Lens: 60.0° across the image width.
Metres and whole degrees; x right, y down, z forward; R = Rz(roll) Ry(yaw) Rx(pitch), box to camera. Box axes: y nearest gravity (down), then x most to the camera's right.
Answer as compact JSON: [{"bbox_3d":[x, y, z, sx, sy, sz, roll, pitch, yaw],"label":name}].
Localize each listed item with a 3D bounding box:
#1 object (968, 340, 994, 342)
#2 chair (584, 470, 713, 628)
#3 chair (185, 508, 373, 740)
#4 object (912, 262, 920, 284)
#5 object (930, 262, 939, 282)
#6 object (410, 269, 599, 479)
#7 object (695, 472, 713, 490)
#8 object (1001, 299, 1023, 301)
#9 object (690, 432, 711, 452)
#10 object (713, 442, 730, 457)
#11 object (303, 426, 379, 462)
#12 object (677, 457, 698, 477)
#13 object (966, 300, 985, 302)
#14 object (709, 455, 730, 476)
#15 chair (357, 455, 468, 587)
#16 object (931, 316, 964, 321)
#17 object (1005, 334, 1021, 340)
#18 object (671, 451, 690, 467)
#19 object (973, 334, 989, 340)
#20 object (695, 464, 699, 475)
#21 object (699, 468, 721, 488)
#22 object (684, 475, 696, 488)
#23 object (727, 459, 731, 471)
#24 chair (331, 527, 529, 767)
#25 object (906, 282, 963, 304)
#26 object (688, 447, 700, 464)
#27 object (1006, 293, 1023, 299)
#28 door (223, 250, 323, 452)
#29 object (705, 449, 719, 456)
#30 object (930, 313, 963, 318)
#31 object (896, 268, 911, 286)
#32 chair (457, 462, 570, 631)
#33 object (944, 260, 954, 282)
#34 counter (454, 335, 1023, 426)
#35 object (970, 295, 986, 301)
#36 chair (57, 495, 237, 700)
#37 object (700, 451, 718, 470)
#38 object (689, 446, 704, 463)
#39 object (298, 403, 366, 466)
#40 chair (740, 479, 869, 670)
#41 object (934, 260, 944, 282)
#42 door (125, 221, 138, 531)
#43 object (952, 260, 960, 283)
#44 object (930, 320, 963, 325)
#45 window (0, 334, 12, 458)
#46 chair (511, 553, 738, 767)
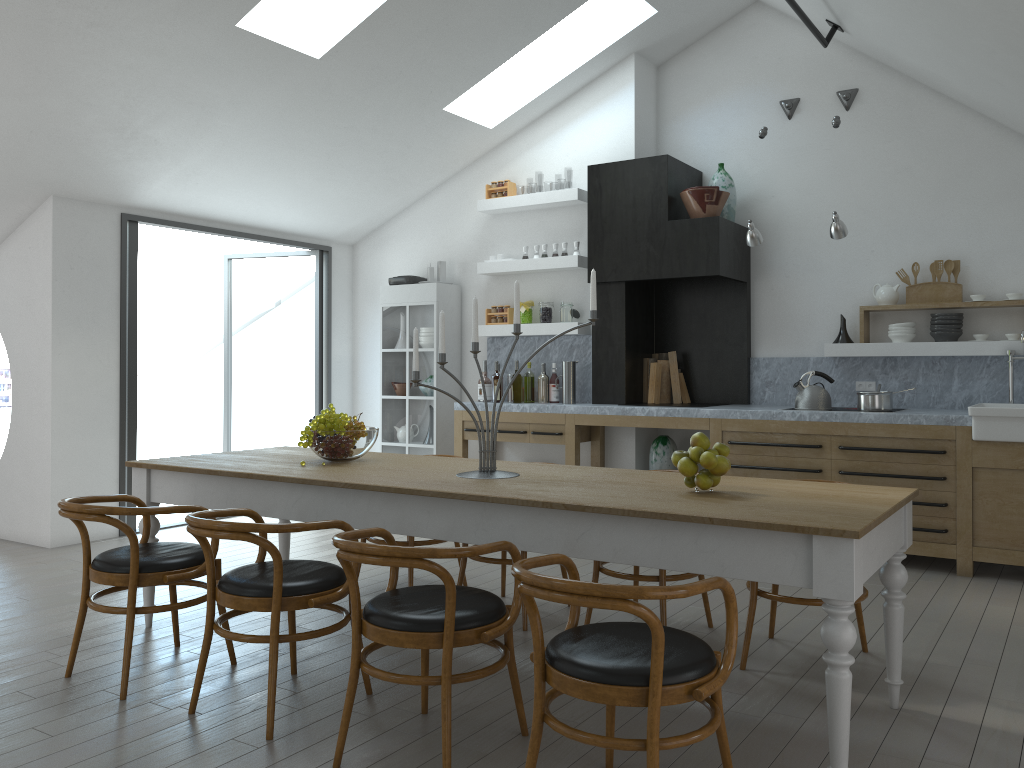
[{"bbox_3d":[3.186,-0.288,6.021,0.164,0.012,0.164,-1,1,-40],"label":"object"},{"bbox_3d":[0.678,0.806,4.228,0.527,0.735,0.621,0,0,36],"label":"chair"},{"bbox_3d":[-0.880,0.822,3.253,0.527,0.735,0.621,0,0,33],"label":"chair"},{"bbox_3d":[2.856,-0.715,6.271,0.055,0.299,0.027,0,-1,33],"label":"object"},{"bbox_3d":[2.956,-0.713,6.206,0.061,0.299,0.040,0,-1,31],"label":"object"},{"bbox_3d":[-0.029,-0.055,3.689,0.775,0.875,0.265,0,-1,7],"label":"object"},{"bbox_3d":[0.680,0.344,3.139,0.064,0.063,0.063,0,0,44],"label":"object"},{"bbox_3d":[3.353,-0.555,5.917,0.164,0.012,0.164,-1,1,-40],"label":"object"},{"bbox_3d":[0.679,0.210,3.196,0.072,0.074,0.072,0,0,33],"label":"object"},{"bbox_3d":[0.758,0.241,3.212,0.062,0.059,0.062,0,0,34],"label":"object"},{"bbox_3d":[-0.820,0.293,4.256,0.360,0.159,0.360,0,1,13],"label":"object"},{"bbox_3d":[0.624,0.295,3.149,0.070,0.072,0.071,0,0,-2],"label":"object"},{"bbox_3d":[3.173,-0.556,6.033,0.164,0.012,0.164,-1,1,-40],"label":"object"},{"bbox_3d":[0.731,0.289,3.138,0.077,0.076,0.076,0,0,0],"label":"object"},{"bbox_3d":[-0.541,0.793,5.018,0.527,0.735,0.621,0,0,33],"label":"chair"},{"bbox_3d":[3.003,-0.424,6.119,0.205,0.084,0.205,0,1,-29],"label":"object"},{"bbox_3d":[3.347,-0.310,5.917,0.098,0.048,0.098,0,1,30],"label":"object"},{"bbox_3d":[0.614,0.274,3.211,0.072,0.064,0.071,0,0,26],"label":"object"},{"bbox_3d":[3.186,-0.312,6.022,0.098,0.048,0.098,0,1,30],"label":"object"},{"bbox_3d":[0.654,0.311,3.248,0.059,0.056,0.059,0,0,28],"label":"object"},{"bbox_3d":[0.714,0.336,3.205,0.078,0.074,0.080,0,0,-12],"label":"object"},{"bbox_3d":[0.647,0.351,3.201,0.051,0.050,0.050,0,0,37],"label":"object"},{"bbox_3d":[0.760,0.291,3.185,0.053,0.053,0.051,0,0,25],"label":"object"},{"bbox_3d":[-0.278,0.829,2.844,0.527,0.735,0.621,0,0,28],"label":"chair"},{"bbox_3d":[2.950,-0.634,6.197,0.353,0.157,0.084,0,0,33],"label":"object"},{"bbox_3d":[0.678,0.256,3.245,0.072,0.071,0.066,0,0,2],"label":"object"},{"bbox_3d":[3.353,-0.578,5.917,0.098,0.048,0.098,0,1,30],"label":"object"},{"bbox_3d":[-2.299,-0.089,8.508,1.051,2.348,0.080,0,-1,18],"label":"door"},{"bbox_3d":[0.716,0.258,3.181,0.053,0.051,0.053,0,0,4],"label":"object"},{"bbox_3d":[3.003,-0.452,6.122,0.205,0.080,0.205,1,1,35],"label":"object"},{"bbox_3d":[2.824,-0.698,6.288,0.199,0.259,0.016,0,-1,43],"label":"object"},{"bbox_3d":[0.035,0.800,4.573,0.527,0.735,0.621,0,0,30],"label":"chair"},{"bbox_3d":[3.029,-0.711,6.138,0.067,0.298,0.039,0,-1,33],"label":"object"},{"bbox_3d":[2.536,-0.069,6.002,6.575,0.620,0.961,1,1,33],"label":"counter"},{"bbox_3d":[3.173,-0.580,6.034,0.098,0.048,0.098,0,1,30],"label":"object"},{"bbox_3d":[-1.512,0.816,3.615,0.527,0.735,0.621,0,0,36],"label":"chair"},{"bbox_3d":[0.688,0.267,3.100,0.062,0.063,0.063,0,0,-5],"label":"object"},{"bbox_3d":[0.656,0.250,3.147,0.058,0.057,0.053,0,0,-42],"label":"object"},{"bbox_3d":[-0.846,0.231,4.243,0.292,0.284,0.394,0,0,-3],"label":"object"},{"bbox_3d":[1.280,0.813,3.826,0.527,0.735,0.621,0,0,30],"label":"chair"},{"bbox_3d":[2.974,-0.712,6.171,0.057,0.299,0.019,0,-1,33],"label":"object"},{"bbox_3d":[-3.312,-0.064,6.992,1.051,2.348,0.080,0,-1,33],"label":"door"},{"bbox_3d":[3.069,-0.711,6.133,0.057,0.294,0.030,0,-1,33],"label":"object"},{"bbox_3d":[2.999,-0.399,6.118,0.205,0.072,0.205,0,1,20],"label":"object"},{"bbox_3d":[-4.070,0.079,7.084,1.470,1.471,0.104,0,-1,33],"label":"window"},{"bbox_3d":[0.291,0.836,2.393,0.527,0.735,0.621,0,0,36],"label":"chair"}]
